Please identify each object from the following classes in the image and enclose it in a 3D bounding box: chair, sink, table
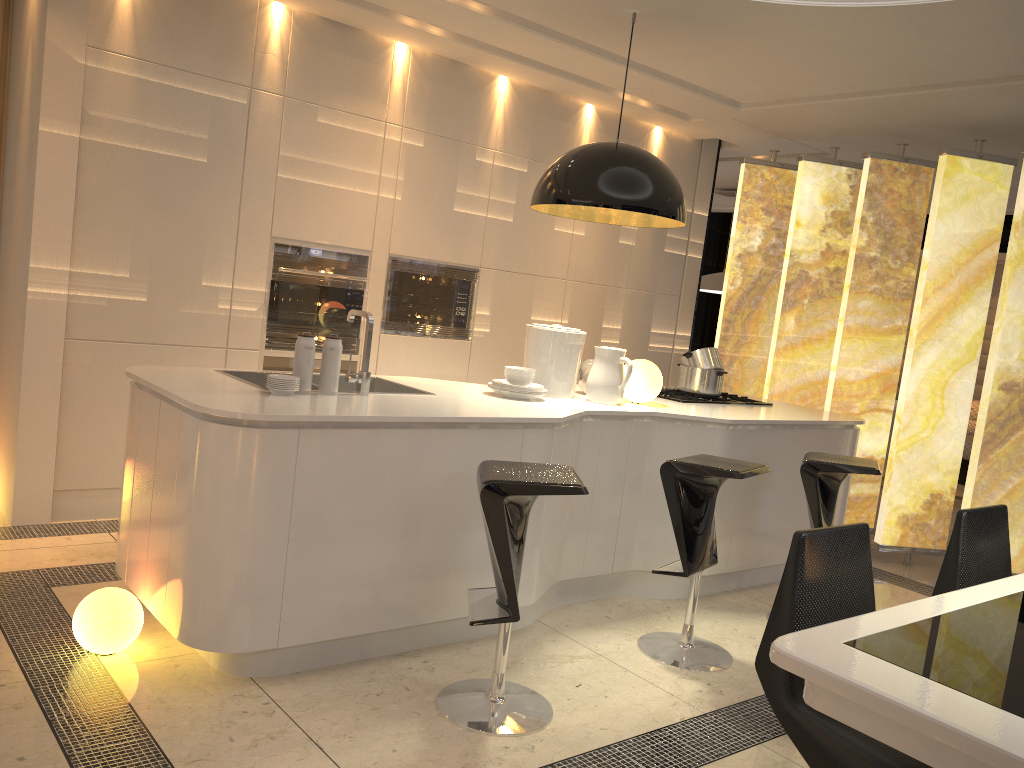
[{"bbox_3d":[-0.007,0.658,2.839,0.380,0.789,0.380,6,6,-7],"label":"chair"},{"bbox_3d":[0.740,0.684,3.509,0.380,0.789,0.380,11,7,33],"label":"chair"},{"bbox_3d":[1.558,0.841,2.633,0.523,0.858,0.496,2,7,-40],"label":"chair"},{"bbox_3d":[1.407,0.717,4.009,0.380,0.789,0.380,9,6,18],"label":"chair"},{"bbox_3d":[-0.747,0.068,3.551,0.738,0.152,0.485,2,7,-40],"label":"sink"},{"bbox_3d":[0.891,0.813,2.080,0.523,0.858,0.496,2,7,-40],"label":"chair"},{"bbox_3d":[1.974,0.992,2.133,3.031,0.759,1.293,2,7,-40],"label":"table"}]

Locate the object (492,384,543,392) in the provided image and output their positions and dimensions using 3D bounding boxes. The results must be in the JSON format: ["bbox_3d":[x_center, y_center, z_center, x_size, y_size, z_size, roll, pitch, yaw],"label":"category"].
[{"bbox_3d":[0.024,0.022,3.891,0.229,0.016,0.229,6,6,-10],"label":"object"}]

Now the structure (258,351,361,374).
[{"bbox_3d":[-1.285,0.096,5.097,0.609,0.597,0.595,2,7,-40],"label":"structure"}]

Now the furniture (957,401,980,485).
[{"bbox_3d":[4.722,0.564,9.560,1.107,0.810,1.312,2,7,-40],"label":"furniture"}]

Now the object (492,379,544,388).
[{"bbox_3d":[0.026,0.004,3.889,0.229,0.016,0.229,6,6,-10],"label":"object"}]

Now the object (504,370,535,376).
[{"bbox_3d":[0.031,-0.027,3.886,0.138,0.051,0.138,8,6,8],"label":"object"}]

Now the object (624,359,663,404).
[{"bbox_3d":[0.616,-0.013,4.261,0.212,0.214,0.213,8,6,11],"label":"object"}]

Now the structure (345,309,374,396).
[{"bbox_3d":[-0.608,-0.124,3.351,0.089,0.310,0.177,2,7,-40],"label":"structure"}]

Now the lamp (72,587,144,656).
[{"bbox_3d":[-1.324,0.777,2.911,0.212,0.214,0.213,8,6,11],"label":"lamp"}]

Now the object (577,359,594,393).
[{"bbox_3d":[0.426,-0.029,4.381,0.211,0.174,0.211,8,6,7],"label":"object"}]

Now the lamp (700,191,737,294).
[{"bbox_3d":[2.423,-1.342,8.550,0.939,0.995,1.578,2,7,-39],"label":"lamp"}]

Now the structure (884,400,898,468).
[{"bbox_3d":[2.202,0.329,8.705,1.659,0.812,2.912,2,7,-40],"label":"structure"}]

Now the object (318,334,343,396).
[{"bbox_3d":[-0.658,-0.071,3.221,0.071,0.219,0.071,10,6,27],"label":"object"}]

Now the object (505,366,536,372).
[{"bbox_3d":[0.033,-0.044,3.884,0.138,0.051,0.138,8,6,8],"label":"object"}]

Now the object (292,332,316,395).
[{"bbox_3d":[-0.740,-0.075,3.153,0.071,0.219,0.071,12,8,41],"label":"object"}]

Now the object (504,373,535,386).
[{"bbox_3d":[0.029,-0.016,3.887,0.138,0.051,0.138,8,6,8],"label":"object"}]

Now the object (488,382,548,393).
[{"bbox_3d":[0.024,0.029,3.891,0.264,0.033,0.264,9,6,19],"label":"object"}]

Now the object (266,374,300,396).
[{"bbox_3d":[-0.796,0.005,3.083,0.111,0.062,0.111,5,6,-19],"label":"object"}]

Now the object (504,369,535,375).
[{"bbox_3d":[0.032,-0.033,3.885,0.138,0.051,0.138,8,6,8],"label":"object"}]

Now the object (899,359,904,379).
[{"bbox_3d":[4.549,0.062,10.278,0.390,0.718,0.388,12,8,41],"label":"object"}]

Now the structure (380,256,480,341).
[{"bbox_3d":[-0.621,-0.537,5.497,0.659,0.450,0.446,2,7,-40],"label":"structure"}]

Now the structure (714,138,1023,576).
[{"bbox_3d":[2.271,-0.231,5.638,0.448,2.555,2.180,2,7,-40],"label":"structure"}]

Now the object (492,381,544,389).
[{"bbox_3d":[0.026,0.008,3.889,0.229,0.016,0.229,6,6,-10],"label":"object"}]

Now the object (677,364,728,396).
[{"bbox_3d":[1.057,-0.022,4.979,0.253,0.147,0.266,7,6,3],"label":"object"}]

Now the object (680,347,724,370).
[{"bbox_3d":[1.061,-0.108,4.975,0.256,0.212,0.249,7,6,-4],"label":"object"}]

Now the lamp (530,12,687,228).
[{"bbox_3d":[0.487,-1.200,3.969,0.710,0.898,0.710,4,7,-29],"label":"lamp"}]

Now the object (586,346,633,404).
[{"bbox_3d":[0.454,-0.039,4.102,0.211,0.254,0.183,8,6,12],"label":"object"}]

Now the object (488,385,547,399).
[{"bbox_3d":[0.022,0.041,3.893,0.264,0.033,0.264,9,6,19],"label":"object"}]

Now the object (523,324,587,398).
[{"bbox_3d":[0.189,-0.115,4.166,0.288,0.330,0.288,5,6,-22],"label":"object"}]

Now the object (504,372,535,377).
[{"bbox_3d":[0.030,-0.021,3.886,0.138,0.051,0.138,8,6,8],"label":"object"}]

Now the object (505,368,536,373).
[{"bbox_3d":[0.032,-0.038,3.885,0.138,0.051,0.138,8,6,8],"label":"object"}]

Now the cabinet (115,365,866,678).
[{"bbox_3d":[0.213,0.503,4.168,3.752,0.887,1.046,2,7,-40],"label":"cabinet"}]

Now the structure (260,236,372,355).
[{"bbox_3d":[-1.209,-0.505,5.036,0.609,0.597,0.595,2,7,-40],"label":"structure"}]

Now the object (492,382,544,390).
[{"bbox_3d":[0.025,0.013,3.890,0.229,0.016,0.229,6,6,-10],"label":"object"}]

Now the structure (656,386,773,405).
[{"bbox_3d":[1.030,0.059,5.008,0.811,0.026,0.502,2,7,-40],"label":"structure"}]

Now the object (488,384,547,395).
[{"bbox_3d":[0.023,0.035,3.892,0.264,0.033,0.264,9,6,19],"label":"object"}]

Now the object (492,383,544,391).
[{"bbox_3d":[0.025,0.018,3.890,0.229,0.016,0.229,6,6,-10],"label":"object"}]
